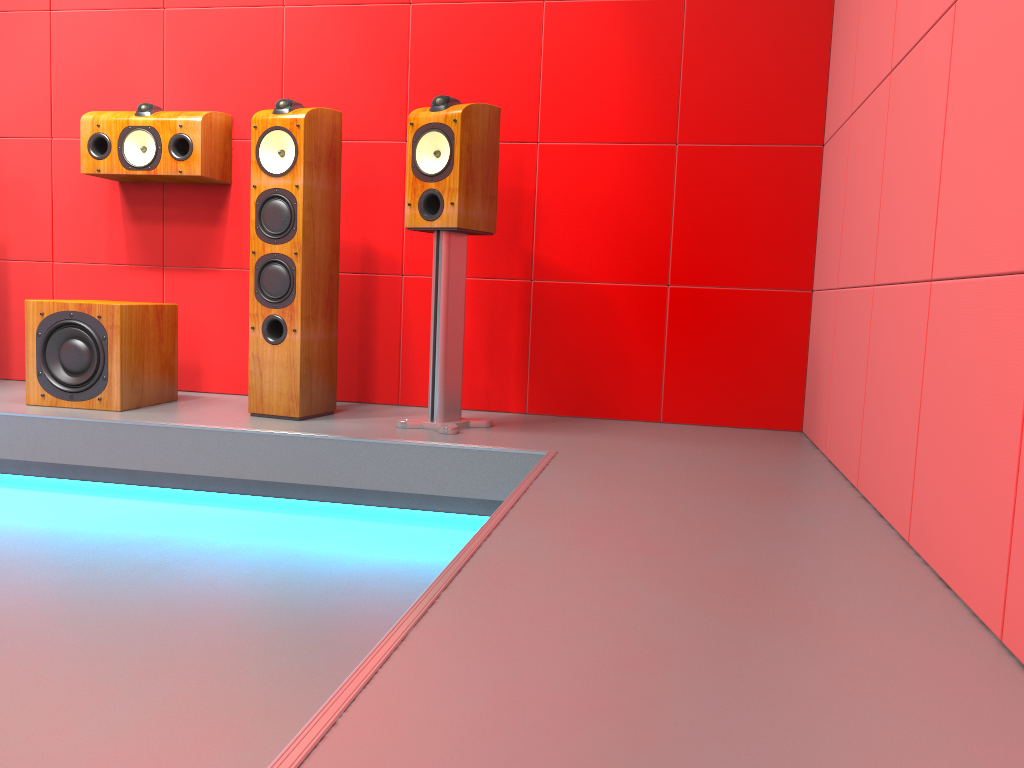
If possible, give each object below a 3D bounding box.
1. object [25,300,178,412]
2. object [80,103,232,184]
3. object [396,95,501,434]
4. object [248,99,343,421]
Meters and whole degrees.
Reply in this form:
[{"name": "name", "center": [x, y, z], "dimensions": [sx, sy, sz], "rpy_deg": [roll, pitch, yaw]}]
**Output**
[{"name": "object", "center": [-1.449, -0.111, 3.150], "dimensions": [0.360, 0.360, 0.360], "rpy_deg": [3, 6, 10]}, {"name": "object", "center": [-1.356, -0.922, 3.390], "dimensions": [0.493, 0.271, 0.235], "rpy_deg": [3, 6, 10]}, {"name": "object", "center": [-0.202, -0.384, 2.891], "dimensions": [0.231, 1.058, 0.265], "rpy_deg": [6, 7, 30]}, {"name": "object", "center": [-0.737, -0.416, 3.013], "dimensions": [0.203, 1.052, 0.238], "rpy_deg": [4, 6, 20]}]
